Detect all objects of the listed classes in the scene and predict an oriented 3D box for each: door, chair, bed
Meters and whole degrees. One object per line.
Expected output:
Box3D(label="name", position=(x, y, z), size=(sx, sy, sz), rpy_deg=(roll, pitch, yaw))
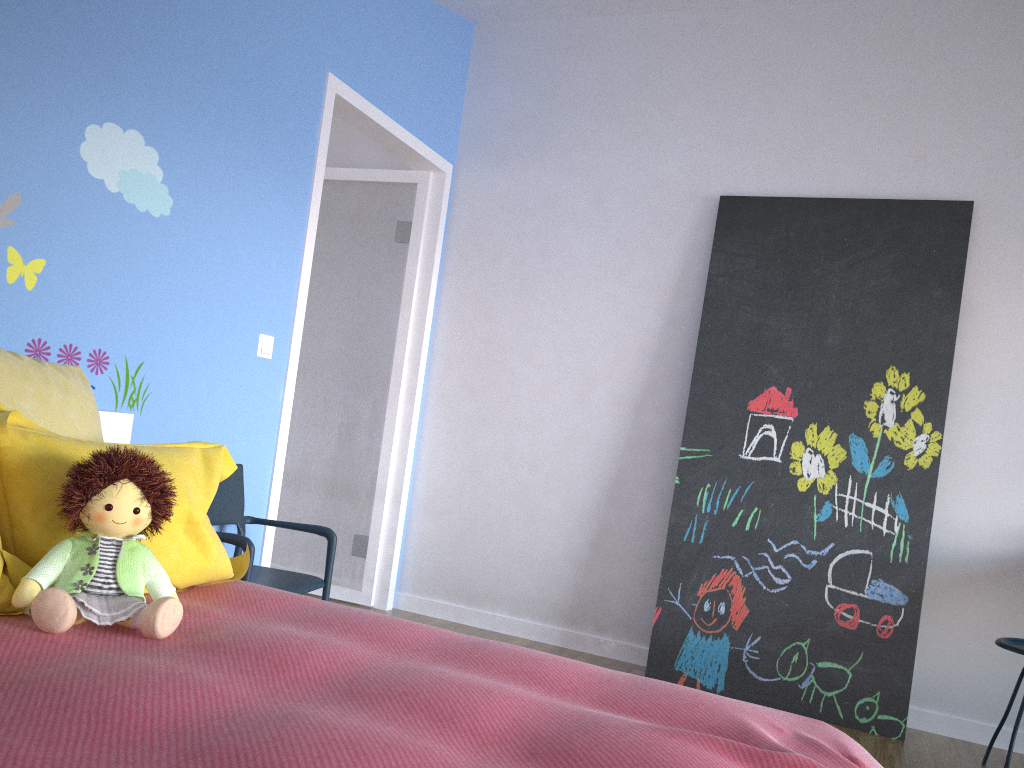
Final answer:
Box3D(label="door", position=(-1.077, -0.090, 3.918), size=(0.996, 2.127, 1.036), rpy_deg=(7, -1, 23))
Box3D(label="chair", position=(1.683, 1.070, 2.804), size=(0.324, 0.461, 0.365), rpy_deg=(7, -1, 23))
Box3D(label="bed", position=(-0.408, 0.520, 1.384), size=(2.311, 0.810, 1.934), rpy_deg=(7, -3, 23))
Box3D(label="chair", position=(-0.868, 0.607, 2.789), size=(0.415, 0.674, 0.514), rpy_deg=(7, -1, 19))

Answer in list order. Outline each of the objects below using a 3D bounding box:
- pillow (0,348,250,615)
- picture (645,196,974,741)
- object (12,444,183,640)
Box3D(label="pillow", position=(-1.092, 0.139, 1.668), size=(0.677, 0.531, 1.350), rpy_deg=(7, -3, 24))
Box3D(label="picture", position=(1.140, 0.246, 3.447), size=(0.955, 2.018, 0.208), rpy_deg=(7, 0, 23))
Box3D(label="object", position=(-0.714, 0.281, 1.577), size=(0.287, 0.341, 0.250), rpy_deg=(9, -2, -33))
